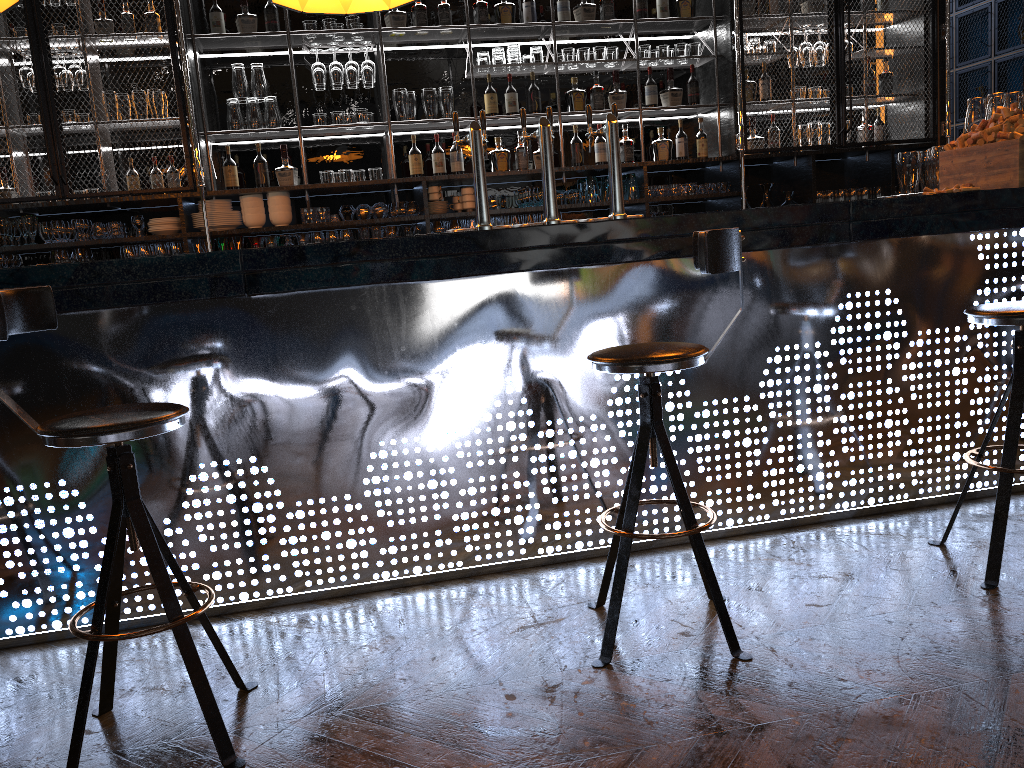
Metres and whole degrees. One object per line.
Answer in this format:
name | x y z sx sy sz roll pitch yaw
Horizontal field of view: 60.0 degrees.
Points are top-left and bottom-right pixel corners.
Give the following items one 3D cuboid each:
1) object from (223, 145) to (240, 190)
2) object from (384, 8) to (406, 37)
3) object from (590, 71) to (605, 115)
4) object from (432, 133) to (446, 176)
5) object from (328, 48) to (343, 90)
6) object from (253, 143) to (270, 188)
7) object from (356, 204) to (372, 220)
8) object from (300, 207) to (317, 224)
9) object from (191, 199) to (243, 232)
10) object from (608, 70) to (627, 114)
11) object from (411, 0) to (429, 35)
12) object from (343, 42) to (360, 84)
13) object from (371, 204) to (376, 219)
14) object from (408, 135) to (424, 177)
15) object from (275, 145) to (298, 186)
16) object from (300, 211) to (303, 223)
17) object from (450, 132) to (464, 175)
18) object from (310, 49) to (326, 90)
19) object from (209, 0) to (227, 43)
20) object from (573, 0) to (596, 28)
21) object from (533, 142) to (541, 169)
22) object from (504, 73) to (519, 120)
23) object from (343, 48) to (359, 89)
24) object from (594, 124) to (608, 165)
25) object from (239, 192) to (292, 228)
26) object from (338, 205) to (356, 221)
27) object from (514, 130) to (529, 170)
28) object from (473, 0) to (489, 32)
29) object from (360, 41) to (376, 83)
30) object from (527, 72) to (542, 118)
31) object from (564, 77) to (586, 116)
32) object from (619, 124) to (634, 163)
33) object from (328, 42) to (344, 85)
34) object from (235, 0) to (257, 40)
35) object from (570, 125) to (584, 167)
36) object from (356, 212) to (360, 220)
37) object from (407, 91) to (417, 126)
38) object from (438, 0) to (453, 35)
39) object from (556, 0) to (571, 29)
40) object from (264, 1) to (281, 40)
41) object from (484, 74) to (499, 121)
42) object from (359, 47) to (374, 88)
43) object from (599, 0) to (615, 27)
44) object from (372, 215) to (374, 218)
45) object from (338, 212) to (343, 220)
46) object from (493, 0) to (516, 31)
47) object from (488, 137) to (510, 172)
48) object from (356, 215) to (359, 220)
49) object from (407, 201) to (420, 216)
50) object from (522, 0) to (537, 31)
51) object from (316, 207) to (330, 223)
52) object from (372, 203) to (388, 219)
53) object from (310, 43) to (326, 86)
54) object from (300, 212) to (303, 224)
object | -1.799 -1.369 5.661 0.086 0.299 0.086 2 11 37
object | -0.756 -2.399 5.729 0.123 0.279 0.123 -8 10 -22
object | 0.581 -1.993 6.065 0.083 0.282 0.083 -6 9 -11
object | -0.494 -1.523 5.939 0.086 0.298 0.086 2 11 37
object | -1.149 -2.049 5.771 0.092 0.244 0.092 3 12 39
object | -1.606 -1.387 5.667 0.086 0.297 0.086 -1 10 23
object | -0.952 -1.105 5.712 0.093 0.099 0.093 -4 9 6
object | -1.279 -1.058 5.593 0.100 0.100 0.089 -6 9 -6
object | -1.862 -1.058 5.589 0.306 0.195 0.300 -6 9 -10
object | 0.719 -2.004 6.079 0.123 0.279 0.123 -4 9 3
object | -0.602 -2.419 5.757 0.083 0.282 0.083 -9 10 -26
object | -1.019 -2.037 5.630 0.092 0.244 0.092 3 12 39
object | -0.869 -1.124 5.786 0.093 0.099 0.093 -12 12 -39
object | -0.642 -1.501 5.885 0.086 0.299 0.086 2 11 37
object | -1.454 -1.396 5.710 0.123 0.279 0.123 -4 9 3
object | -1.309 -1.073 5.701 0.100 0.100 0.089 -12 12 -38
object | -0.373 -1.533 5.939 0.086 0.298 0.086 2 11 37
object | -1.256 -2.037 5.750 0.092 0.244 0.092 3 12 39
object | -1.846 -2.297 5.545 0.086 0.298 0.086 2 11 37
object | 0.486 -2.544 5.953 0.123 0.279 0.123 -8 10 -22
object | 0.202 -1.584 6.030 0.123 0.279 0.123 -4 9 3
object | -0.006 -1.939 5.982 0.086 0.298 0.086 2 11 37
object | -1.052 -2.060 5.789 0.092 0.244 0.092 3 12 39
object | 0.611 -1.644 6.129 0.086 0.298 0.086 2 11 37
object | -1.554 -1.099 5.613 0.309 0.216 0.149 -7 9 -13
object | -1.057 -1.094 5.696 0.109 0.100 0.109 -9 10 -28
object | 0.064 -1.573 6.017 0.083 0.282 0.083 -6 9 -11
object | -0.208 -2.470 5.832 0.083 0.282 0.083 -9 10 -26
object | -0.918 -2.048 5.649 0.092 0.244 0.092 3 12 39
object | 0.148 -1.952 5.984 0.086 0.297 0.086 2 11 37
object | 0.432 -1.958 6.038 0.151 0.248 0.094 -8 10 -22
object | 0.792 -1.656 6.157 0.083 0.282 0.083 -9 10 -26
object | -1.115 -2.026 5.611 0.092 0.244 0.092 3 12 39
object | -1.662 -2.300 5.537 0.123 0.279 0.123 -8 10 -22
object | 0.441 -1.620 6.063 0.086 0.297 0.086 -1 10 23
object | -0.974 -1.120 5.817 0.093 0.099 0.093 -9 10 -23
object | -0.678 -1.824 5.880 0.105 0.209 0.105 1 11 33
object | -0.440 -2.437 5.788 0.083 0.282 0.083 -4 9 4
object | 0.343 -2.542 5.945 0.086 0.298 0.086 2 11 37
object | -1.515 -2.331 5.581 0.086 0.299 0.086 2 11 37
object | -0.143 -1.919 5.930 0.086 0.299 0.086 2 11 37
object | -0.951 -2.071 5.809 0.092 0.244 0.092 3 12 39
object | 0.640 -2.566 5.996 0.083 0.282 0.083 -6 9 -11
object | -0.884 -1.139 5.886 0.093 0.099 0.093 -9 10 -23
object | -1.089 -1.116 5.850 0.109 0.100 0.109 -9 10 -28
object | -0.049 -2.470 5.865 0.151 0.248 0.094 -6 9 -7
object | -0.085 -1.538 5.990 0.151 0.248 0.094 -8 10 -22
object | -0.996 -1.135 5.919 0.093 0.099 0.093 -6 9 -9
object | -0.649 -1.141 5.786 0.095 0.096 0.095 -3 9 13
object | 0.113 -2.516 5.907 0.086 0.298 0.086 2 11 37
object | -1.210 -1.075 5.662 0.089 0.100 0.100 0 10 25
object | -0.844 -1.110 5.686 0.093 0.099 0.093 -3 9 8
object | -1.223 -2.014 5.590 0.092 0.244 0.092 3 12 39
object | -1.334 -1.090 5.818 0.100 0.100 0.089 -5 9 -4
